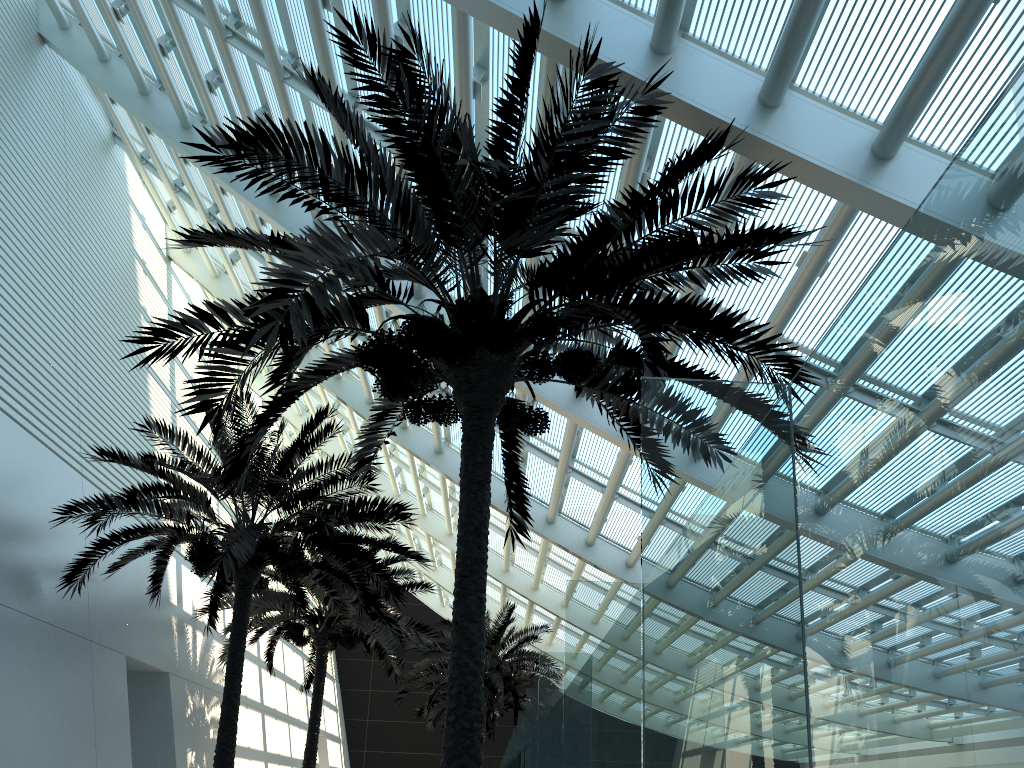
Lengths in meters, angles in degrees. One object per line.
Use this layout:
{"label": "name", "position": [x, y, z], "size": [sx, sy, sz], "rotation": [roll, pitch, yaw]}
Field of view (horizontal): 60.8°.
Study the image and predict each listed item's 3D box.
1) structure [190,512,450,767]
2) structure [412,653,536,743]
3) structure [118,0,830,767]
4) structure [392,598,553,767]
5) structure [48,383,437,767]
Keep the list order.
{"label": "structure", "position": [-4.029, 6.011, 17.583], "size": [4.351, 6.468, 4.854], "rotation": [-10, -24, 30]}
{"label": "structure", "position": [-1.112, 13.311, 32.712], "size": [4.508, 6.585, 5.056], "rotation": [10, -22, -21]}
{"label": "structure", "position": [-0.314, 0.703, 6.332], "size": [4.839, 6.586, 4.707], "rotation": [-4, -21, 17]}
{"label": "structure", "position": [-0.894, 9.547, 24.838], "size": [4.832, 6.586, 4.713], "rotation": [5, -20, -7]}
{"label": "structure", "position": [-3.644, 3.275, 11.777], "size": [4.695, 6.411, 4.497], "rotation": [10, -22, -21]}
